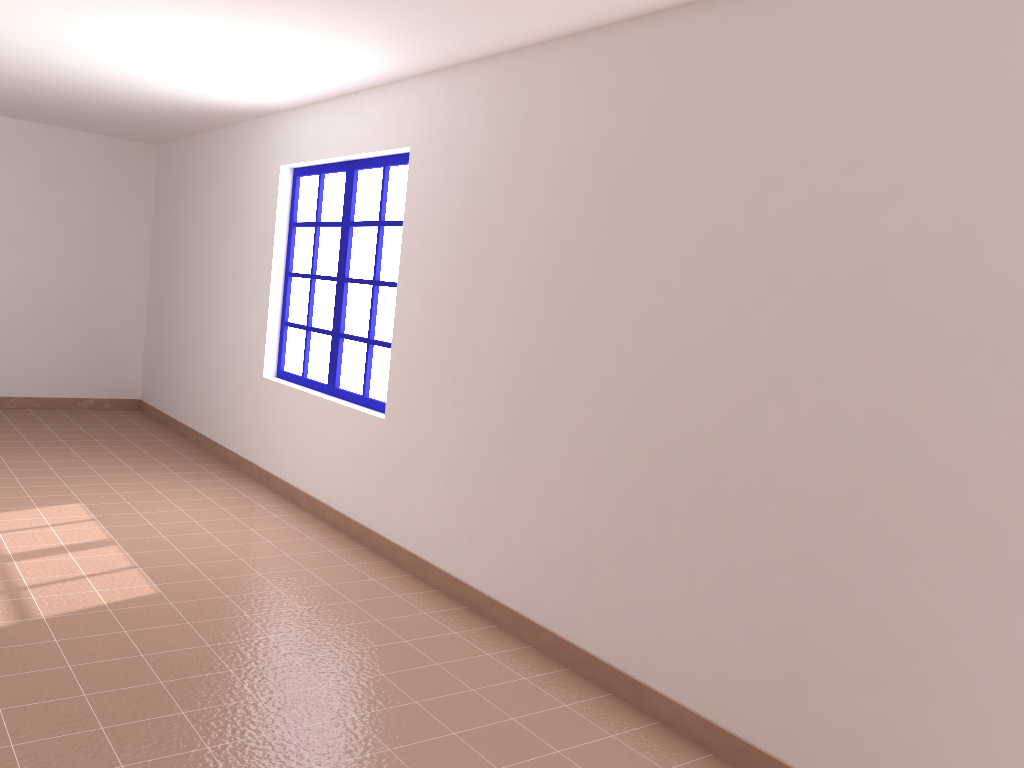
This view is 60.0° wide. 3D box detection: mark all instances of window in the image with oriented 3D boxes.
[{"bbox_3d":[-1.034,-0.637,5.415,0.035,1.430,1.699,2,7,-37],"label":"window"}]
